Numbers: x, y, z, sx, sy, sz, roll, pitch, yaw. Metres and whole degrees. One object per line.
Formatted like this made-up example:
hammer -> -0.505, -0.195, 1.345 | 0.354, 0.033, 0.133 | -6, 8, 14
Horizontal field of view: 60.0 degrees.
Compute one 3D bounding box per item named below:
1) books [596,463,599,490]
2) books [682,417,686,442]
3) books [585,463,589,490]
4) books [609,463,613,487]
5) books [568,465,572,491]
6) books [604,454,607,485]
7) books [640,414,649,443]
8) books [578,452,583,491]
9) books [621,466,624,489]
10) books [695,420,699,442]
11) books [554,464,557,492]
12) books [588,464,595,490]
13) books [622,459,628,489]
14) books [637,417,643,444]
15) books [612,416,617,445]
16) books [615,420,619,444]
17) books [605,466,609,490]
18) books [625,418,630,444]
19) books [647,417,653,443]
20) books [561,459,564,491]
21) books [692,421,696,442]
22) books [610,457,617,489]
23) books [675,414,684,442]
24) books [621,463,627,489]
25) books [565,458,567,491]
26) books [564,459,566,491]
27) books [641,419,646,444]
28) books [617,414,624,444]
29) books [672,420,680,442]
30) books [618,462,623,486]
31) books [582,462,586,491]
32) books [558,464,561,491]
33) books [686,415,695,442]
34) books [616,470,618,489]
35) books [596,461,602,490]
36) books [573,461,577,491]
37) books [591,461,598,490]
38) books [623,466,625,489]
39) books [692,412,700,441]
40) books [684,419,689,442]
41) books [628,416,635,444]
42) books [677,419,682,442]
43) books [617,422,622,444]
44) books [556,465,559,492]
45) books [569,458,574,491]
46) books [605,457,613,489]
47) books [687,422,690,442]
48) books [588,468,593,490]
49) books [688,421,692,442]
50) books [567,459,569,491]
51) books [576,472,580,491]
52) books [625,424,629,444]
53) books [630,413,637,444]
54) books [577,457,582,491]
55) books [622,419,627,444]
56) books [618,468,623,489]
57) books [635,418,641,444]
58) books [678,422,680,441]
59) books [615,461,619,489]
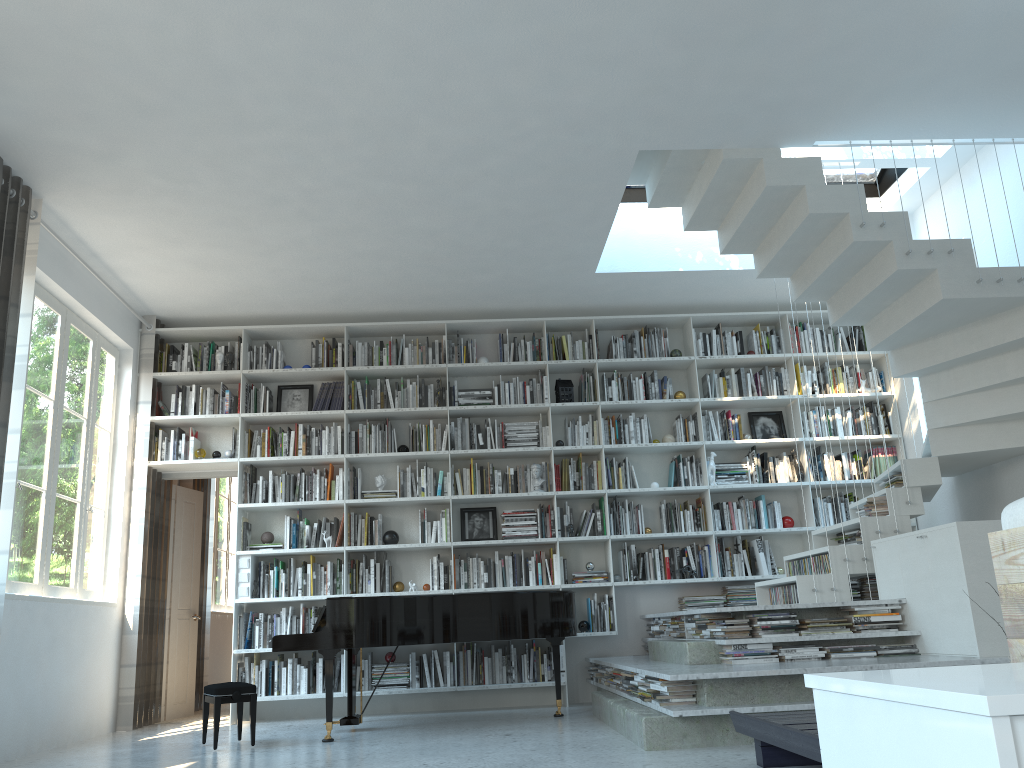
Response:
books -> 0.705, 0.796, 7.407 | 0.019, 0.247, 0.149 | -2, -15, -3
books -> 1.441, 0.417, 7.537 | 0.016, 0.243, 0.152 | -2, -15, -3
books -> 0.615, 0.792, 7.364 | 0.027, 0.241, 0.189 | -2, -15, -3
books -> 0.821, 0.794, 7.410 | 0.007, 0.243, 0.146 | -2, -15, -3
books -> 0.478, 0.806, 7.374 | 0.015, 0.231, 0.180 | -2, -15, -3
books -> 0.768, 0.753, 7.394 | 0.006, 0.317, 0.165 | -2, -15, -3
books -> 1.121, 0.409, 7.504 | 0.024, 0.271, 0.170 | -2, -15, -3
books -> 0.570, 0.753, 7.395 | 0.021, 0.336, 0.170 | -2, -15, -3
books -> 0.911, 0.805, 7.401 | 0.014, 0.208, 0.157 | -2, -15, -3
books -> 1.550, 0.429, 7.527 | 0.012, 0.205, 0.170 | -2, -15, -3
books -> 0.357, 0.803, 7.384 | 0.015, 0.254, 0.151 | -2, -15, -3
books -> 0.663, 0.799, 7.394 | 0.028, 0.239, 0.146 | -2, -15, -3
books -> 0.944, 0.773, 7.406 | 0.006, 0.269, 0.179 | -2, -15, -3
books -> 1.075, 0.422, 7.524 | 0.024, 0.261, 0.134 | -2, -15, -3
books -> 0.863, 0.421, 7.524 | 0.014, 0.283, 0.136 | -2, -15, -3
books -> 0.878, 0.438, 7.499 | 0.013, 0.235, 0.158 | -2, -15, -3
books -> 0.780, 0.804, 7.396 | 0.015, 0.219, 0.155 | -2, -15, -3
books -> 0.976, 0.426, 7.511 | 0.011, 0.256, 0.131 | -2, -15, -3
books -> 1.159, 0.423, 7.526 | 0.034, 0.253, 0.161 | -2, -15, -3
books -> 0.419, 0.779, 7.376 | 0.035, 0.292, 0.145 | -2, -15, -3
books -> 1.525, 0.429, 7.522 | 0.013, 0.204, 0.174 | -2, -15, -3
books -> 0.845, 0.767, 7.383 | 0.013, 0.278, 0.192 | -2, -15, -3
books -> 1.426, 0.403, 7.528 | 0.015, 0.266, 0.164 | -2, -15, -3
books -> 0.932, 0.789, 7.411 | 0.017, 0.242, 0.133 | -2, -15, -3
books -> 0.445, 0.777, 7.374 | 0.035, 0.292, 0.145 | -2, -15, -3
books -> 0.431, 0.781, 7.388 | 0.035, 0.292, 0.145 | -2, -15, -3
books -> 1.099, 0.432, 7.508 | 0.021, 0.231, 0.183 | -2, -15, -3
books -> 0.917, 0.411, 7.490 | 0.014, 0.279, 0.178 | -2, -15, -3
books -> 1.394, 0.432, 7.538 | 0.015, 0.219, 0.140 | -2, -15, -3
books -> 0.900, 0.789, 7.405 | 0.008, 0.242, 0.169 | -2, -15, -3
books -> 0.590, 0.794, 7.388 | 0.033, 0.252, 0.175 | -2, -15, -3
books -> 0.389, 0.808, 7.394 | 0.013, 0.246, 0.177 | -2, -15, -3
books -> 1.510, 0.405, 7.529 | 0.016, 0.256, 0.176 | -2, -15, -3
books -> 0.859, 0.814, 7.395 | 0.014, 0.192, 0.147 | -2, -15, -3
books -> 0.724, 0.785, 7.408 | 0.033, 0.268, 0.142 | -2, -15, -3
books -> 0.513, 0.789, 7.401 | 0.035, 0.277, 0.139 | -2, -15, -3
books -> 0.686, 0.784, 7.394 | 0.032, 0.265, 0.143 | -2, -15, -3
books -> 0.922, 0.801, 7.394 | 0.007, 0.211, 0.158 | -2, -15, -3
books -> 1.557, 0.392, 7.531 | 0.005, 0.277, 0.183 | -2, -15, -3
books -> 1.469, 0.425, 7.538 | 0.016, 0.227, 0.160 | -2, -15, -3
books -> 0.998, 0.416, 7.490 | 0.030, 0.262, 0.182 | -2, -15, -3
books -> 1.413, 0.424, 7.535 | 0.012, 0.231, 0.154 | -2, -15, -3
books -> 0.898, 0.448, 7.500 | 0.026, 0.215, 0.162 | -2, -15, -3
books -> 0.375, 0.807, 7.382 | 0.014, 0.243, 0.145 | -2, -15, -3
books -> 0.494, 0.775, 7.380 | 0.019, 0.293, 0.164 | -2, -15, -3
books -> 0.799, 0.768, 7.396 | 0.035, 0.287, 0.192 | -2, -15, -3
books -> 1.484, 0.436, 7.541 | 0.012, 0.206, 0.138 | -2, -15, -3
books -> 0.639, 0.812, 7.369 | 0.034, 0.203, 0.182 | -2, -15, -3
books -> 1.497, 0.434, 7.530 | 0.013, 0.201, 0.174 | -2, -15, -3
books -> 0.457, 0.780, 7.389 | 0.035, 0.292, 0.145 | -2, -15, -3
books -> 0.540, 0.835, 7.393 | 0.030, 0.180, 0.132 | -2, -15, -3
books -> 0.960, 0.455, 7.496 | 0.025, 0.193, 0.171 | -2, -15, -3
books -> 1.024, 0.406, 7.520 | 0.027, 0.294, 0.160 | -2, -15, -3
books -> 0.559, 0.770, 7.370 | 0.019, 0.292, 0.182 | -2, -15, -3
books -> 0.936, 0.433, 7.492 | 0.022, 0.236, 0.165 | -2, -15, -3
books -> 0.890, 0.807, 7.372 | 0.017, 0.191, 0.192 | -2, -15, -3
books -> 1.052, 0.426, 7.501 | 0.025, 0.244, 0.184 | -2, -15, -3
books -> 1.405, 0.438, 7.533 | 0.005, 0.204, 0.154 | -2, -15, -3
books -> 0.872, 0.785, 7.409 | 0.013, 0.255, 0.145 | -2, -15, -3
